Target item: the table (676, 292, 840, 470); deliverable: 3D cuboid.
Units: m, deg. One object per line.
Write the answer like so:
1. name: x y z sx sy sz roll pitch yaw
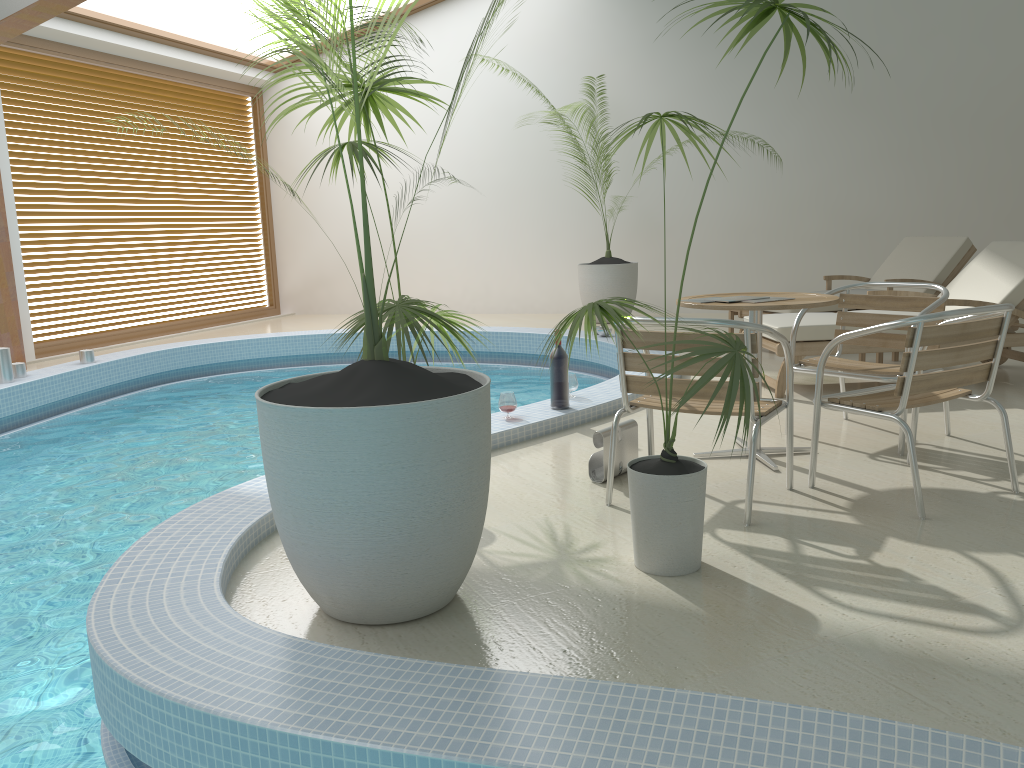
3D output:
1. table: 1.099 -0.027 4.008 0.700 0.720 0.700 6 13 38

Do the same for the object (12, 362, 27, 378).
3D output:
1. object: -3.782 -0.105 6.786 0.115 0.107 0.115 -6 11 -21

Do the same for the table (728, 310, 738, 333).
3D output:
1. table: 2.189 -0.556 8.106 0.283 0.255 0.320 -5 11 -18

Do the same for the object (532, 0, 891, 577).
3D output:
1. object: 0.552 -0.265 2.671 0.791 1.695 1.059 -9 12 -34

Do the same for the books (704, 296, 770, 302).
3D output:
1. books: 0.982 -0.374 3.889 0.241 0.004 0.166 -8 11 -29

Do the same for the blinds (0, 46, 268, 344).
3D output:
1. blinds: -4.214 -2.043 10.108 0.095 2.921 4.414 1 11 19

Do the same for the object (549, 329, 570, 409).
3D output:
1. object: 0.257 -0.083 4.854 0.109 0.435 0.109 -9 12 -35

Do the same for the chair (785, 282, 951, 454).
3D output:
1. chair: 1.724 -0.109 4.285 0.563 0.727 0.618 -10 13 -37

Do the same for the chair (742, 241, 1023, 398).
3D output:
1. chair: 2.509 -0.444 5.649 1.903 0.866 0.861 -3 10 -2

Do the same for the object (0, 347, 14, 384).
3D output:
1. object: -3.751 -0.138 6.539 0.115 0.254 0.115 -8 12 -29

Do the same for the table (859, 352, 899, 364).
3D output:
1. table: 2.695 -0.265 6.356 0.283 0.255 0.320 -3 10 -2

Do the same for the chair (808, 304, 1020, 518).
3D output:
1. chair: 1.553 0.046 3.440 0.618 0.727 0.563 -7 11 -28

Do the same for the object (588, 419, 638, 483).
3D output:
1. object: 0.437 0.284 3.817 0.081 0.223 0.272 6 13 39

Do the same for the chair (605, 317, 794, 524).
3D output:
1. chair: 0.730 0.076 3.449 0.618 0.727 0.563 4 12 31

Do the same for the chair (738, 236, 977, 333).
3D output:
1. chair: 2.902 -0.762 7.363 1.903 0.866 0.861 -5 11 -18

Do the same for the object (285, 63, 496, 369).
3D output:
1. object: -0.485 -0.362 3.442 0.791 1.695 1.059 -1 10 7

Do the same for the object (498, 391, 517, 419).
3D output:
1. object: -0.023 0.112 4.677 0.102 0.137 0.102 3 11 28

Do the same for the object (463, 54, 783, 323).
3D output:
1. object: 1.147 -2.131 9.438 2.979 2.960 2.729 -5 10 -16

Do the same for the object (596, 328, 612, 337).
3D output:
1. object: 0.825 -0.457 7.916 0.140 0.069 0.140 -4 10 -11

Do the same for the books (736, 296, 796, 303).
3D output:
1. books: 1.083 -0.367 3.855 0.241 0.004 0.166 -8 11 -29

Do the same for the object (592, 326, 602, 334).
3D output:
1. object: 0.799 -0.488 8.095 0.140 0.069 0.140 -4 10 -11

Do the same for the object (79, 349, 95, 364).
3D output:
1. object: -3.571 -0.231 7.450 0.115 0.107 0.115 -6 11 -21

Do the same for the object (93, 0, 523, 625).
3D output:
1. object: -0.386 -0.859 2.567 2.979 2.960 2.729 5 12 36

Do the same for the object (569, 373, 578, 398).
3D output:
1. object: 0.338 0.006 5.197 0.102 0.137 0.102 3 11 28

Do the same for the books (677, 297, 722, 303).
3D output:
1. books: 0.873 -0.372 3.928 0.241 0.004 0.166 -8 11 -29
